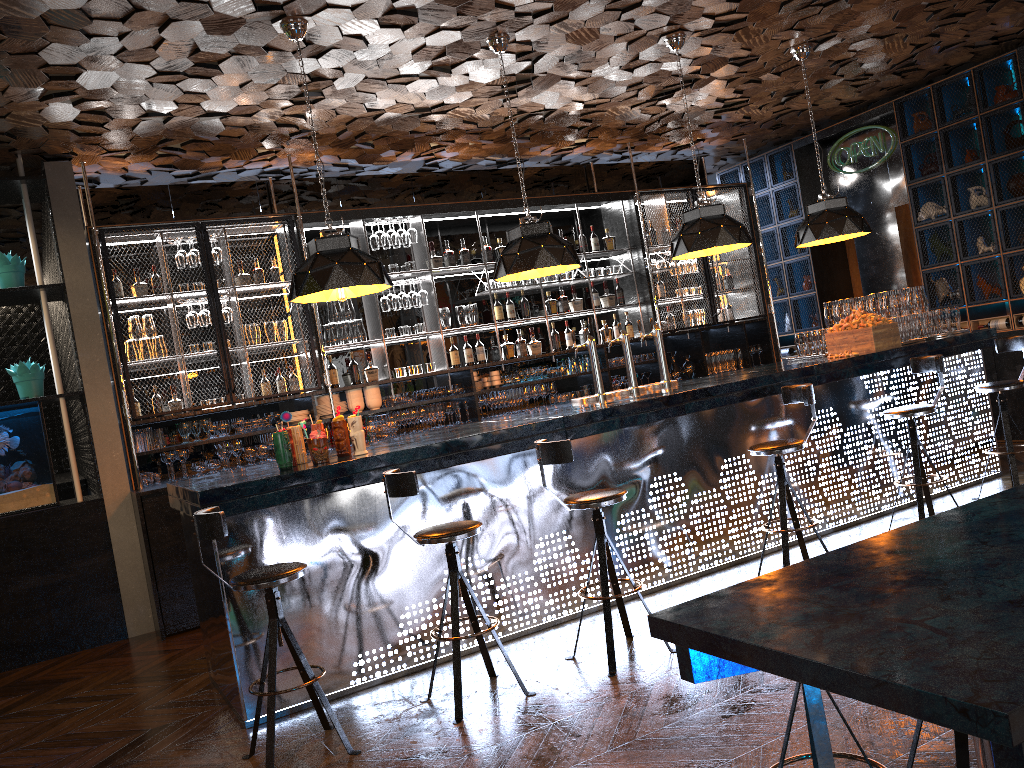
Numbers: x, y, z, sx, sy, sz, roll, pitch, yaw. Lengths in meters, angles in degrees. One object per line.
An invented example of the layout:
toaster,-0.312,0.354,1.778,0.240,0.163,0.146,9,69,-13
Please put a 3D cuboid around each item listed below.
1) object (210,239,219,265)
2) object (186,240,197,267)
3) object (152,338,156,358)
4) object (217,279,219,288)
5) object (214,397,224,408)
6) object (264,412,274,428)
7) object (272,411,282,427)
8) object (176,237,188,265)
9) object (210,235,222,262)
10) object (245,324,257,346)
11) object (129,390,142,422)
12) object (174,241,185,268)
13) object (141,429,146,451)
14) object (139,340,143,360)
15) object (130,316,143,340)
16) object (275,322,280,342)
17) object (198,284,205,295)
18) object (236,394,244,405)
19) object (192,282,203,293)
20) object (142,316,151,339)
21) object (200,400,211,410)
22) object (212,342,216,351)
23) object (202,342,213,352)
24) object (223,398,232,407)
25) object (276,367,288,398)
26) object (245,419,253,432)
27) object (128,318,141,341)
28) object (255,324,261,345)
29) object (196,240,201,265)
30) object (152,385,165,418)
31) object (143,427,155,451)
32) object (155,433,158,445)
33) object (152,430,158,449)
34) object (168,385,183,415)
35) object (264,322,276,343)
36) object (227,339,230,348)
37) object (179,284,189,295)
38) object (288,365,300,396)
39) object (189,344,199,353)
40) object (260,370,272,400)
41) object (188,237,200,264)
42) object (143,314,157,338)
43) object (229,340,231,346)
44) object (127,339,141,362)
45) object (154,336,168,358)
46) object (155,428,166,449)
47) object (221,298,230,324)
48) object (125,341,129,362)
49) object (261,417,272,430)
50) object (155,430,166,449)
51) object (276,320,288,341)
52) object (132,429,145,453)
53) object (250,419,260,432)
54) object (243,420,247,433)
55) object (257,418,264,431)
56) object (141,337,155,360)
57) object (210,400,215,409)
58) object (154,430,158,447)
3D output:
object,-2.501,-1.105,7.425,0.081,0.213,0.081,-10,1,-22
object,-2.655,-1.077,7.342,0.081,0.213,0.081,-10,1,-22
object,-2.870,-0.285,7.186,0.092,0.182,0.092,-10,1,-33
object,-2.442,-0.812,7.288,0.077,0.080,0.077,-10,1,8
object,-2.392,0.156,7.241,0.077,0.080,0.077,-11,1,-42
object,-2.058,0.310,7.522,0.074,0.131,0.074,-10,1,-15
object,-1.950,0.294,7.380,0.074,0.131,0.074,-10,1,-15
object,-2.671,-1.072,7.170,0.081,0.213,0.081,-10,1,-22
object,-2.434,-1.114,7.298,0.081,0.213,0.081,-10,1,-22
object,-2.177,-0.407,7.409,0.092,0.182,0.092,-10,1,-33
object,-2.984,0.169,7.008,0.075,0.261,0.075,-9,1,21
object,-2.738,-1.062,7.297,0.081,0.213,0.081,-10,1,-22
object,-2.847,0.431,6.915,0.067,0.174,0.067,-10,1,-3
object,-2.957,-0.269,7.149,0.092,0.182,0.092,-10,1,-33
object,-2.984,-0.448,7.039,0.092,0.182,0.092,-10,1,-33
object,-1.986,-0.443,7.622,0.092,0.182,0.092,-10,1,-33
object,-2.584,-0.789,7.382,0.077,0.080,0.077,-9,1,28
object,-2.259,0.131,7.348,0.077,0.080,0.077,-10,1,-40
object,-2.572,-0.789,7.268,0.077,0.080,0.077,-10,1,8
object,-2.939,-0.457,7.162,0.092,0.182,0.092,-10,1,-33
object,-2.488,0.173,7.202,0.077,0.080,0.077,-10,1,11
object,-2.482,-0.302,7.373,0.077,0.080,0.077,-9,1,26
object,-2.489,-0.299,7.258,0.077,0.080,0.077,-9,1,40
object,-2.364,0.149,7.353,0.077,0.080,0.077,-9,1,28
object,-1.975,-0.013,7.578,0.075,0.260,0.075,-9,1,21
object,-2.153,0.345,7.267,0.078,0.103,0.078,-9,1,15
object,-3.034,-0.441,7.123,0.092,0.182,0.092,-10,1,-33
object,-2.176,-0.409,7.524,0.092,0.182,0.092,-10,1,-33
object,-2.579,-1.091,7.383,0.081,0.213,0.081,-10,1,-22
object,-2.826,0.141,7.063,0.075,0.260,0.075,-10,1,6
object,-2.805,0.425,6.851,0.067,0.174,0.067,-10,1,11
object,-2.771,0.428,6.983,0.051,0.152,0.058,-9,1,23
object,-2.837,0.438,7.082,0.051,0.152,0.058,-10,1,-4
object,-2.710,0.129,7.136,0.108,0.244,0.108,-10,1,-14
object,-2.043,-0.431,7.508,0.092,0.182,0.092,-10,1,-33
object,-2.356,-0.322,7.270,0.077,0.080,0.077,-10,1,-32
object,-2.673,-0.771,7.236,0.077,0.080,0.077,-10,1,-37
object,-1.876,-0.030,7.608,0.075,0.260,0.075,-9,1,21
object,-2.595,-0.281,7.245,0.077,0.080,0.077,-10,1,-16
object,-2.084,0.008,7.494,0.075,0.261,0.075,-9,1,21
object,-2.588,-1.087,7.215,0.081,0.213,0.081,-10,1,-22
object,-2.899,-0.463,7.093,0.092,0.182,0.092,-10,1,-33
object,-2.394,-0.318,7.428,0.077,0.080,0.077,-10,1,-32
object,-2.997,-0.260,7.019,0.092,0.182,0.092,-10,1,-33
object,-2.815,-0.293,7.105,0.092,0.182,0.092,-10,1,-33
object,-2.723,0.422,6.873,0.051,0.152,0.058,-10,1,-23
object,-2.416,-0.612,7.433,0.081,0.213,0.081,-10,1,-22
object,-3.053,-0.252,7.104,0.092,0.182,0.092,-10,1,-33
object,-2.004,0.322,7.244,0.078,0.099,0.078,-9,1,29
object,-2.746,0.425,6.928,0.058,0.152,0.051,-10,1,-24
object,-1.951,-0.448,7.534,0.092,0.182,0.092,-10,1,-33
object,-2.869,0.436,6.804,0.067,0.174,0.067,-10,1,-20
object,-2.094,0.336,7.204,0.078,0.103,0.078,-9,1,15
object,-2.198,0.351,7.347,0.078,0.103,0.078,-9,1,15
object,-2.075,0.333,7.309,0.078,0.099,0.078,-9,1,29
object,-2.907,-0.276,7.068,0.092,0.182,0.092,-10,1,-33
object,-2.498,0.172,7.365,0.077,0.080,0.077,-10,1,11
object,-2.796,0.432,7.037,0.051,0.152,0.058,-10,1,-2
